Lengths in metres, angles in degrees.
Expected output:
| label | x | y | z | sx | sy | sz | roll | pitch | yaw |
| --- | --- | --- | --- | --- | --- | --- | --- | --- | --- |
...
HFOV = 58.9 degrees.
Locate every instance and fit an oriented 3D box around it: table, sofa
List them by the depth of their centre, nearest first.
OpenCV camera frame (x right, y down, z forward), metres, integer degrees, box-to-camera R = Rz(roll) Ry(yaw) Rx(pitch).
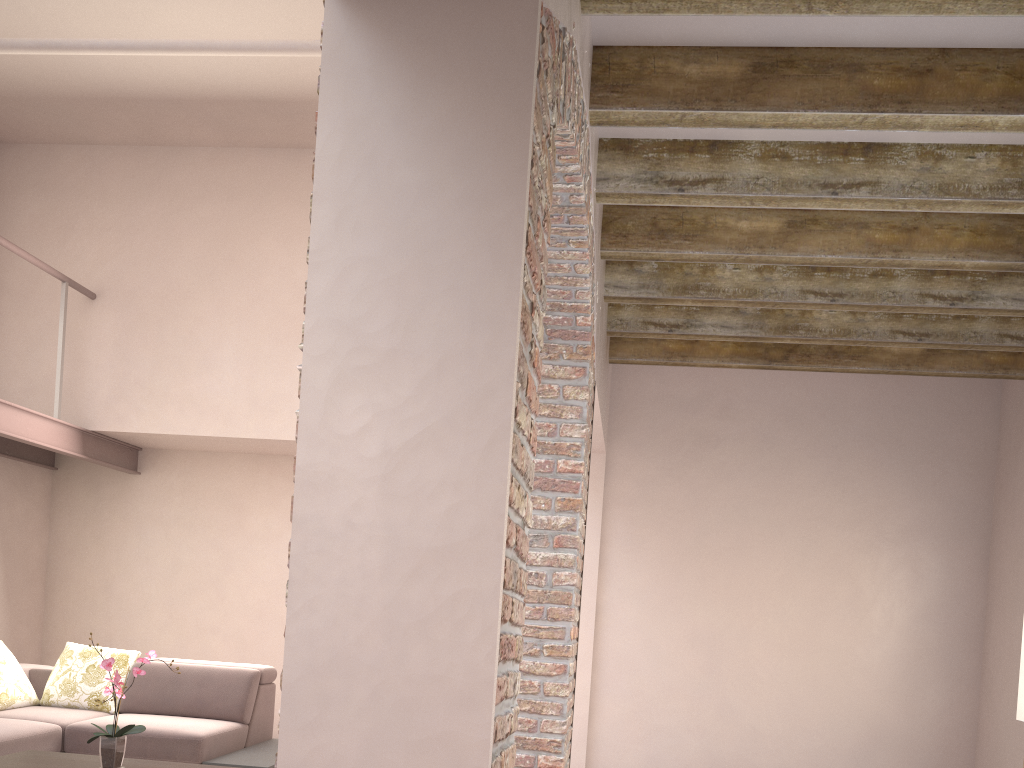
| label | x | y | z | sx | sy | sz | roll | pitch | yaw |
| --- | --- | --- | --- | --- | --- | --- | --- | --- | --- |
| table | -1.716 | 1.817 | 3.831 | 1.194 | 0.343 | 0.725 | 2 | -11 | 6 |
| sofa | -2.409 | 1.599 | 4.340 | 2.155 | 0.926 | 3.244 | 2 | -13 | 7 |

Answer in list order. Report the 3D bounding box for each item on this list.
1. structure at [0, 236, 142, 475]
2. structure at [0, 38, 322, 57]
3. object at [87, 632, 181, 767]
| label | x | y | z | sx | sy | sz | roll | pitch | yaw |
| --- | --- | --- | --- | --- | --- | --- | --- | --- | --- |
| structure | -2.264 | 0.261 | 3.491 | 3.772 | 3.147 | 7.398 | 3 | -12 | 8 |
| structure | -1.874 | -1.884 | 4.772 | 4.122 | 0.328 | 0.109 | 2 | -1 | 5 |
| object | -1.660 | 1.362 | 3.876 | 0.370 | 0.590 | 0.301 | 4 | -2 | 1 |
